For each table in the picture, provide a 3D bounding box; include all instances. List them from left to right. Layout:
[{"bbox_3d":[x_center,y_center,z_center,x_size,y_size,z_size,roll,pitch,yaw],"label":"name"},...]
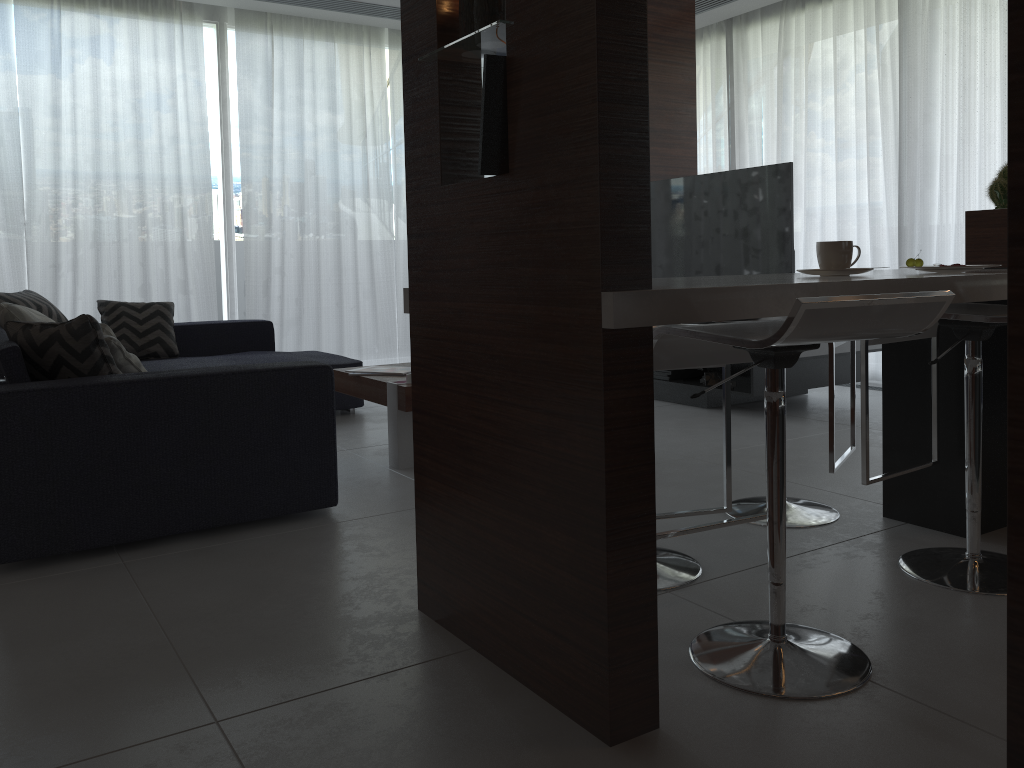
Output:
[{"bbox_3d":[-0.291,0.097,4.013,0.808,0.350,0.804,-6,8,-32],"label":"table"}]

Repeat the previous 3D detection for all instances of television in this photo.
[{"bbox_3d":[1.105,-0.788,4.984,0.298,0.781,1.235,-3,6,-32],"label":"television"}]

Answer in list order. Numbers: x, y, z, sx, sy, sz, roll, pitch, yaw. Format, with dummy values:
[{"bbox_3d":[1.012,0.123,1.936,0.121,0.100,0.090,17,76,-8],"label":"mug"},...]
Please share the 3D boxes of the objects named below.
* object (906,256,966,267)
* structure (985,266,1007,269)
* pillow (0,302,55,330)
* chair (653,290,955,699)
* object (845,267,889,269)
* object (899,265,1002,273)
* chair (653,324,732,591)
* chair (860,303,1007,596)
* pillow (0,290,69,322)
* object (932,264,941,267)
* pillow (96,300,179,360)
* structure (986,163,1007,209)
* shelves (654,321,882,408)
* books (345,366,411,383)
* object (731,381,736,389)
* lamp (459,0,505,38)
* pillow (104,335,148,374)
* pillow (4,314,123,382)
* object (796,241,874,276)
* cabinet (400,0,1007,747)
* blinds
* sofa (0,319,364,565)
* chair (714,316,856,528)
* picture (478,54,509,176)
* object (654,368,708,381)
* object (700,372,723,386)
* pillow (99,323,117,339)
[{"bbox_3d":[1.904,-0.378,1.969,1.878,0.220,0.141,2,5,23],"label":"object"},{"bbox_3d":[1.811,-0.365,2.804,0.766,0.056,0.506,-6,9,-32],"label":"structure"},{"bbox_3d":[-2.001,-0.158,3.795,0.343,0.386,0.497,-4,6,-32],"label":"pillow"},{"bbox_3d":[0.535,0.188,1.742,0.397,0.736,0.465,-3,4,-26],"label":"chair"},{"bbox_3d":[0.833,-0.276,2.148,0.165,0.012,0.036,-2,7,-7],"label":"object"},{"bbox_3d":[1.129,-0.296,2.280,0.239,0.019,0.240,3,9,30],"label":"object"},{"bbox_3d":[0.315,0.127,2.354,0.396,0.705,0.466,-2,4,-14],"label":"chair"},{"bbox_3d":[1.179,0.111,2.205,0.397,0.736,0.465,-4,5,-36],"label":"chair"},{"bbox_3d":[-2.495,-0.234,4.582,0.355,0.515,0.602,-2,6,-2],"label":"pillow"},{"bbox_3d":[1.122,-0.312,2.330,0.026,0.008,0.250,2,8,27],"label":"object"},{"bbox_3d":[-2.114,-0.310,5.006,0.416,0.343,0.287,-4,5,-27],"label":"pillow"},{"bbox_3d":[2.138,-0.792,3.435,1.003,0.285,0.223,-6,6,-29],"label":"structure"},{"bbox_3d":[1.049,-0.213,5.511,0.875,0.496,2.360,-5,8,-32],"label":"shelves"},{"bbox_3d":[2.580,0.270,1.574,8.249,0.370,0.407,4,8,37],"label":"books"},{"bbox_3d":[1.152,0.006,4.623,0.044,0.043,0.044,-5,6,-32],"label":"object"},{"bbox_3d":[-0.059,-0.795,1.812,0.077,0.209,0.154,-3,5,-20],"label":"lamp"},{"bbox_3d":[-1.411,-0.031,3.026,0.416,0.293,0.332,1,6,20],"label":"pillow"},{"bbox_3d":[-1.376,-0.035,2.782,0.415,0.384,0.222,1,5,28],"label":"pillow"},{"bbox_3d":[0.803,-0.311,2.197,0.182,0.086,0.183,3,8,34],"label":"object"},{"bbox_3d":[1.326,-0.850,2.589,3.344,2.539,0.788,-5,5,-32],"label":"cabinet"},{"bbox_3d":[-0.521,-1.059,3.659,7.153,2.757,5.827,-5,8,-28],"label":"blinds"},{"bbox_3d":[-1.385,-0.011,4.069,1.904,0.604,2.885,-6,9,-32],"label":"sofa"},{"bbox_3d":[0.826,0.051,2.826,0.464,0.705,0.398,1,5,30],"label":"chair"},{"bbox_3d":[0.020,-0.514,1.706,0.175,0.220,0.051,-4,4,-28],"label":"picture"},{"bbox_3d":[0.926,-0.078,5.194,0.314,0.067,0.315,-6,9,-32],"label":"object"},{"bbox_3d":[1.089,-0.037,4.834,0.117,0.078,0.185,-2,7,-2],"label":"object"},{"bbox_3d":[-1.585,-0.065,3.252,0.418,0.349,0.282,0,5,11],"label":"pillow"}]
